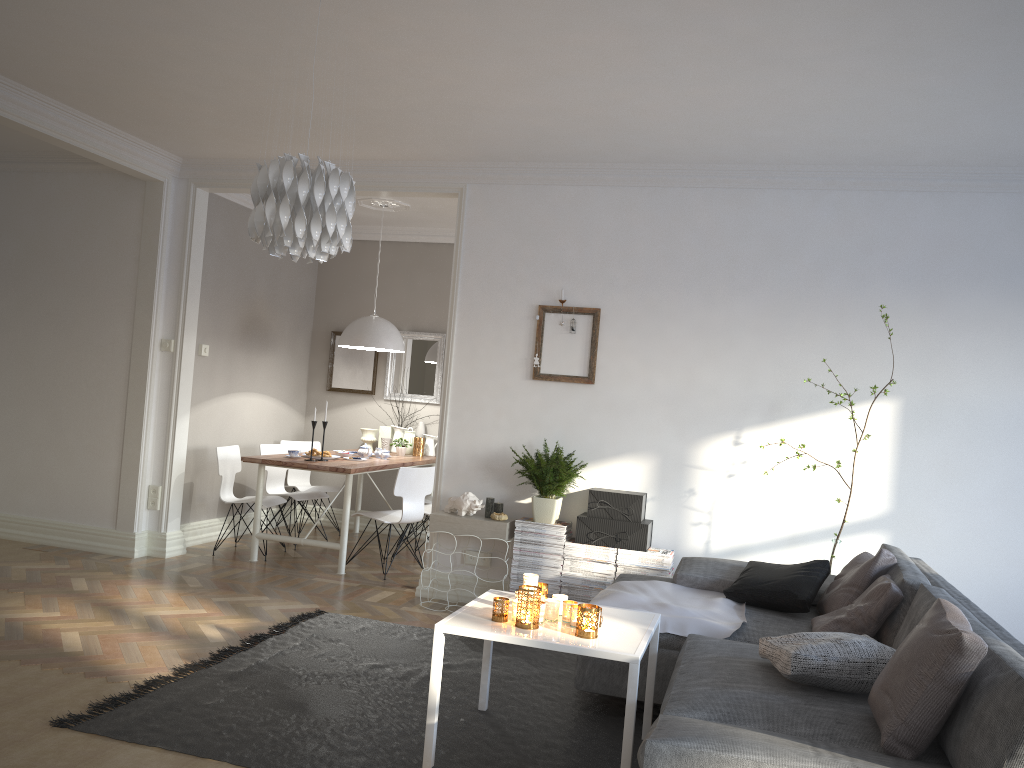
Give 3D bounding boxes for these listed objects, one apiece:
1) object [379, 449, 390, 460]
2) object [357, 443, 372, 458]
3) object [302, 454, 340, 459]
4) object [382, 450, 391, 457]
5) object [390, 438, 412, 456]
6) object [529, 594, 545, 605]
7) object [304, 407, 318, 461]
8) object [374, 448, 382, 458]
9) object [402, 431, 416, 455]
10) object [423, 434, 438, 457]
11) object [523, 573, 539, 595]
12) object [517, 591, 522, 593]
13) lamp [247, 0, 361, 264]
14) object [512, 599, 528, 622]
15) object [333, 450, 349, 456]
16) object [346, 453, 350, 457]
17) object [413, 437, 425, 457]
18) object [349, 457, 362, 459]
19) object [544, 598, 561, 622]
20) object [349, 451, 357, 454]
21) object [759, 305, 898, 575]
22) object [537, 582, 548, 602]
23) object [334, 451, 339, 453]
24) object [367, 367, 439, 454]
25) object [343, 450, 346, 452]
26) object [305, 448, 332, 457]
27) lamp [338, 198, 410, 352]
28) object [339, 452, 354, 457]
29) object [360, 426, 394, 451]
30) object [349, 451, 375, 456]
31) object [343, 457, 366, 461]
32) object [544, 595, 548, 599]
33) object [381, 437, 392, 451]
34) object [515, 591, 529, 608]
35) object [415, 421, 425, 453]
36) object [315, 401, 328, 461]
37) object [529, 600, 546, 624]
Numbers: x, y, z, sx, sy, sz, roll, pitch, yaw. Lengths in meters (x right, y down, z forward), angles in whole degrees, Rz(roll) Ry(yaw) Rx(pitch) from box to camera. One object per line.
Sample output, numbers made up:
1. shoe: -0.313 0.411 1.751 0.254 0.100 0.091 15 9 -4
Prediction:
1. object: -1.025 0.561 7.117 0.090 0.086 0.090 5 -1 -30
2. object: -1.171 0.532 7.083 0.143 0.119 0.124 5 -1 20
3. object: -1.447 0.551 6.731 0.287 0.019 0.287 5 -1 3
4. object: -1.057 0.578 7.363 0.116 0.056 0.116 5 -1 -12
5. object: -0.952 0.539 7.644 0.178 0.162 0.169 5 -1 -34
6. object: 0.092 0.836 3.346 0.060 0.073 0.060 5 -1 -5
7. object: -1.435 0.357 6.401 0.095 0.396 0.095 5 0 11
8. object: -1.083 0.558 7.198 0.072 0.086 0.086 5 -1 -19
9. object: -0.911 0.523 7.854 0.114 0.209 0.112 5 0 16
10. object: -0.727 0.547 7.905 0.136 0.194 0.115 5 -1 -44
11. object: 0.069 0.761 3.366 0.060 0.073 0.060 5 -1 31
12. object: 0.039 0.829 3.386 0.056 0.066 0.056 5 -1 -23
13. lamp: -0.692 -0.961 3.061 0.355 1.065 0.354 5 0 -32
14. object: 0.027 0.828 3.233 0.060 0.073 0.060 5 -1 4
15. object: -1.371 0.556 7.105 0.129 0.038 0.129 4 -1 20
16. object: -1.304 0.557 6.951 0.085 0.039 0.082 5 -1 -20
17. object: -0.819 0.552 7.788 0.095 0.163 0.095 5 -1 -35
18. object: -1.200 0.572 6.789 0.100 0.025 0.066 5 -1 -8
19. object: 0.148 0.840 3.291 0.060 0.073 0.060 5 -1 -29
20. object: -1.271 0.573 7.315 0.194 0.022 0.202 4 -1 35
21. object: 1.646 0.378 4.691 0.776 1.674 0.339 5 0 -25
22. object: 0.114 0.839 3.542 0.060 0.079 0.060 5 -1 10
23. object: -1.325 0.540 6.909 0.130 0.027 0.028 6 -1 -32
24. object: -0.950 0.234 7.873 0.698 0.781 0.352 5 0 -2
25. object: -1.342 0.539 7.115 0.020 0.003 0.194 5 -1 -17
26. object: -1.469 0.524 6.726 0.198 0.063 0.188 5 -1 -14
27. lamp: -1.077 -0.868 7.118 0.530 1.182 0.530 5 0 23
28. object: -1.302 0.558 6.951 0.129 0.038 0.129 5 -1 15
29. object: -1.225 0.489 7.984 0.310 0.228 0.172 5 -1 -31
30. object: -1.269 0.578 7.310 0.287 0.019 0.287 5 -1 -12
31. object: -1.204 0.576 6.800 0.180 0.014 0.180 5 -1 -19
32. object: 0.114 0.847 3.422 0.052 0.058 0.050 5 -1 -15
33. object: -1.118 0.545 7.870 0.094 0.132 0.097 5 -1 -18
34. object: 0.038 0.832 3.386 0.060 0.073 0.060 5 -1 -5
35. object: -0.824 0.486 7.956 0.091 0.301 0.091 5 0 -31
36. object: -1.375 0.338 6.494 0.095 0.448 0.095 5 0 11
37. object: 0.091 0.834 3.240 0.060 0.073 0.060 5 -1 4
